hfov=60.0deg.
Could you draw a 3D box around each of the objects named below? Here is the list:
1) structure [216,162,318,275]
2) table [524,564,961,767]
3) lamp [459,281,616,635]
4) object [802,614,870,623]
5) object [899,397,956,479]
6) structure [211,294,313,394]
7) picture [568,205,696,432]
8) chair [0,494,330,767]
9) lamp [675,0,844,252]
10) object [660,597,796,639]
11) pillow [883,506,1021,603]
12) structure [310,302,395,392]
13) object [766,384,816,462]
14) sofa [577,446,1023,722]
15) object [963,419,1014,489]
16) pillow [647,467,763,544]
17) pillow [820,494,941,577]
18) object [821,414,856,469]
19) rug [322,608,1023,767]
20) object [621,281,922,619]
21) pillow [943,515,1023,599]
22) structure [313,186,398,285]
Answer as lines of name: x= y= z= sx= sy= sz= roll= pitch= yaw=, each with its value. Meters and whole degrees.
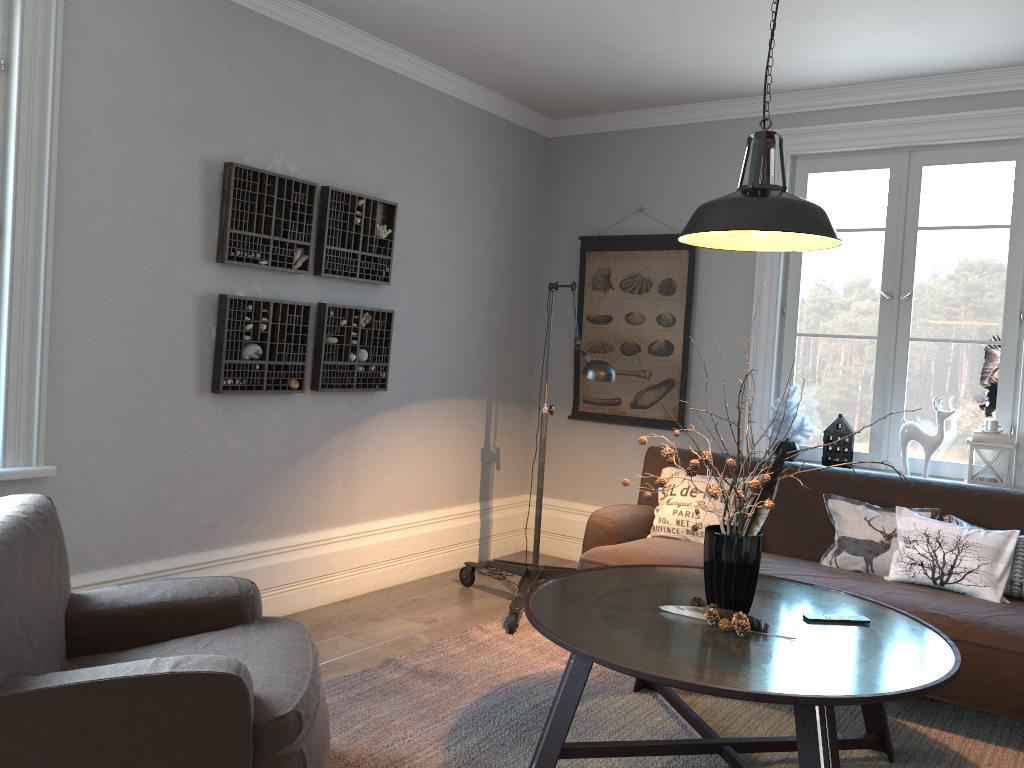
structure: x=-1.064 y=-0.708 z=3.860 sx=0.099 sy=0.416 sz=0.468 roll=5 pitch=2 yaw=35
table: x=0.673 y=0.980 z=2.800 sx=1.300 sy=0.503 sz=1.300 roll=5 pitch=2 yaw=28
lamp: x=0.210 y=0.304 z=4.664 sx=0.797 sy=1.644 sz=1.864 roll=3 pitch=2 yaw=-18
object: x=1.033 y=0.746 z=2.825 sx=0.207 sy=0.011 sz=0.051 roll=3 pitch=2 yaw=-5
object: x=1.987 y=0.260 z=4.257 sx=0.239 sy=0.410 sz=0.128 roll=5 pitch=2 yaw=31
structure: x=-1.081 y=-0.166 z=3.876 sx=0.086 sy=0.416 sz=0.468 roll=5 pitch=2 yaw=35
picture: x=0.720 y=-0.407 z=5.294 sx=0.793 sy=1.313 sz=0.057 roll=5 pitch=2 yaw=35
chair: x=-0.953 y=0.744 z=2.268 sx=0.970 sy=0.795 sz=0.807 roll=3 pitch=2 yaw=-14
lamp: x=0.795 y=-0.976 z=2.733 sx=0.504 sy=1.075 sz=0.504 roll=3 pitch=2 yaw=-8
object: x=0.651 y=0.706 z=2.707 sx=0.153 sy=0.067 sz=0.404 roll=2 pitch=3 yaw=-38
pillow: x=1.749 y=0.678 z=3.545 sx=0.471 sy=0.309 sz=0.188 roll=5 pitch=2 yaw=35
structure: x=-0.768 y=-0.172 z=4.327 sx=0.086 sy=0.416 sz=0.468 roll=5 pitch=2 yaw=35
object: x=1.460 y=0.203 z=4.710 sx=0.247 sy=0.423 sz=0.263 roll=3 pitch=2 yaw=-20
sofa: x=1.389 y=0.811 z=3.801 sx=2.165 sy=0.824 sz=0.968 roll=5 pitch=3 yaw=35
object: x=2.236 y=0.324 z=4.155 sx=0.193 sy=0.322 sz=0.193 roll=5 pitch=2 yaw=29
pillow: x=0.913 y=0.596 z=4.264 sx=0.519 sy=0.368 sz=0.240 roll=5 pitch=2 yaw=35
pillow: x=1.551 y=0.667 z=3.773 sx=0.472 sy=0.347 sz=0.159 roll=5 pitch=2 yaw=32
object: x=1.683 y=0.293 z=4.565 sx=0.155 sy=0.284 sz=0.155 roll=4 pitch=2 yaw=25
rug: x=0.705 y=1.176 z=2.820 sx=2.819 sy=0.090 sz=2.400 roll=5 pitch=3 yaw=35
object: x=0.770 y=0.209 z=2.661 sx=0.853 sy=1.066 sz=0.525 roll=4 pitch=2 yaw=5
pillow: x=1.977 y=0.706 z=3.523 sx=0.542 sy=0.288 sz=0.183 roll=5 pitch=3 yaw=36
structure: x=-0.739 y=-0.707 z=4.288 sx=0.105 sy=0.416 sz=0.468 roll=5 pitch=2 yaw=34
